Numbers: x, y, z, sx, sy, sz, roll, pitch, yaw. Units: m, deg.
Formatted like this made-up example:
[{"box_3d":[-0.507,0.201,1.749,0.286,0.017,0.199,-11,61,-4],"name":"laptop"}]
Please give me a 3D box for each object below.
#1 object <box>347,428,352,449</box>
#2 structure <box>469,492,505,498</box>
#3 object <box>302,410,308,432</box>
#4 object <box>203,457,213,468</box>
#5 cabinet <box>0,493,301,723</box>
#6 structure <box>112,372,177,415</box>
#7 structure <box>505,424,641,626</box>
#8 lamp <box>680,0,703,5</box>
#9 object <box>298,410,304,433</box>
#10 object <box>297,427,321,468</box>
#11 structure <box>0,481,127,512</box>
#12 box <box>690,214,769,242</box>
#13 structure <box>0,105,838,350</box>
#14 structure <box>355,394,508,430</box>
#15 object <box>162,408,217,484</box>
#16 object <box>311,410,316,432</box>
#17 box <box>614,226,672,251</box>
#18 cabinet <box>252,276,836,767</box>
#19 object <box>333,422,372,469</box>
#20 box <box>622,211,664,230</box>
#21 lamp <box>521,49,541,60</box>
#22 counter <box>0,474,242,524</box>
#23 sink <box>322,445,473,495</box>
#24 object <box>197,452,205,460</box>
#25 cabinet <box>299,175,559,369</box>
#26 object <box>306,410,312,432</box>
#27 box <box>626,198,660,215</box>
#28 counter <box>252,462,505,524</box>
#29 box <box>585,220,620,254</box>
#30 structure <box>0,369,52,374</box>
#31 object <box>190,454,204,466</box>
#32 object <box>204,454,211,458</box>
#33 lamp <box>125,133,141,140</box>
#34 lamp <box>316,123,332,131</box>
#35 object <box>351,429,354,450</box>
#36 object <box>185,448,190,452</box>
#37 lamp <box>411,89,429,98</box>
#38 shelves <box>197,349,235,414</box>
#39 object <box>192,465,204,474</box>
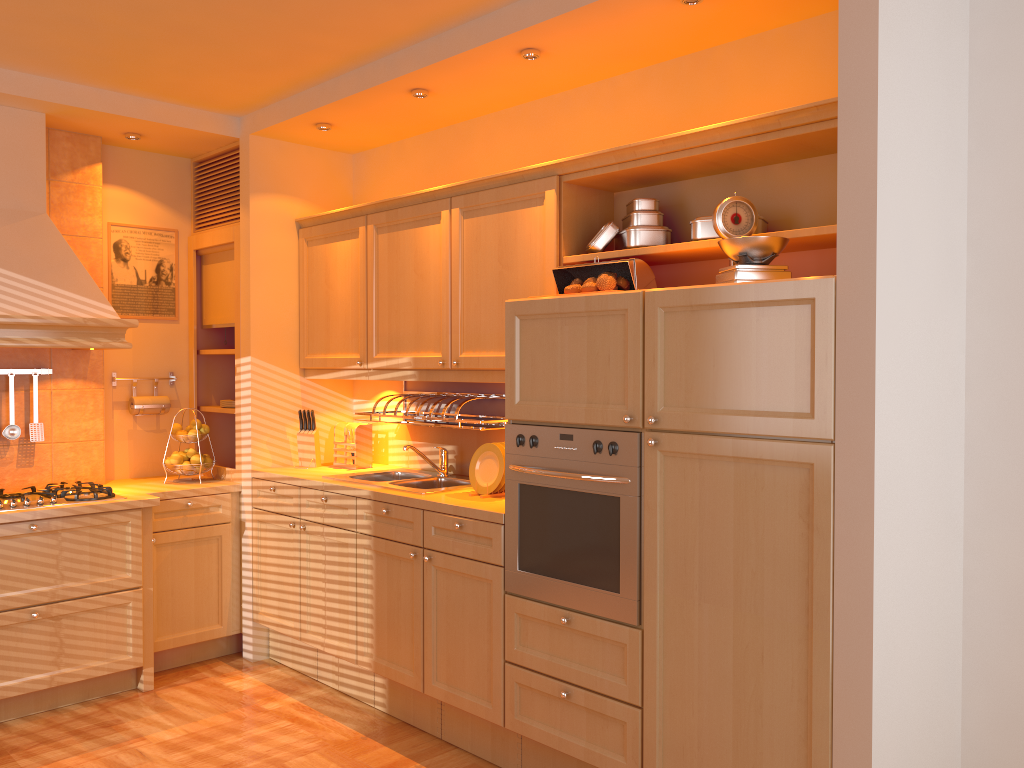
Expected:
[{"box_3d":[-0.808,0.317,4.428,0.042,0.192,0.040,0,1,7],"name":"object"},{"box_3d":[-0.060,0.435,3.530,0.219,0.010,0.084,-1,2,-41],"name":"structure"},{"box_3d":[-1.044,0.261,4.470,0.019,0.265,0.038,1,1,29],"name":"object"},{"box_3d":[-1.572,0.405,4.572,0.059,0.059,0.058,0,1,0],"name":"object"},{"box_3d":[-1.967,0.970,3.901,2.850,0.840,1.141,-1,2,-44],"name":"cabinet"},{"box_3d":[-1.906,0.050,4.647,0.320,0.220,0.126,-1,2,-44],"name":"structure"},{"box_3d":[0.167,0.434,2.865,0.066,0.583,0.576,-1,2,-44],"name":"structure"},{"box_3d":[0.548,-1.174,2.701,0.070,0.021,0.070,0,1,6],"name":"lamp"},{"box_3d":[-1.065,0.261,4.477,0.019,0.265,0.037,0,1,10],"name":"object"},{"box_3d":[-1.025,0.319,4.479,0.100,0.200,0.070,0,1,19],"name":"object"},{"box_3d":[-2.169,0.490,3.847,0.797,0.051,0.494,-1,2,-44],"name":"structure"},{"box_3d":[0.722,-0.507,2.950,0.242,0.090,0.169,1,1,27],"name":"box"},{"box_3d":[-0.688,-0.624,3.309,4.091,1.148,1.061,0,1,20],"name":"structure"},{"box_3d":[-0.335,0.117,4.033,0.300,0.126,0.900,-1,2,-44],"name":"structure"},{"box_3d":[-1.647,0.310,4.525,0.265,0.376,0.265,0,1,5],"name":"object"},{"box_3d":[-0.999,0.262,4.454,0.019,0.265,0.037,1,1,29],"name":"object"},{"box_3d":[0.473,-0.513,3.216,0.169,0.090,0.242,0,1,-8],"name":"box"},{"box_3d":[-0.033,0.549,3.499,0.625,1.700,3.000,-1,2,-44],"name":"cabinet"},{"box_3d":[-0.804,0.309,4.479,0.103,0.221,0.200,-1,2,-44],"name":"object"},{"box_3d":[0.473,-0.581,3.214,0.124,0.066,0.177,0,1,-8],"name":"box"},{"box_3d":[0.067,-1.185,3.193,0.070,0.021,0.070,0,1,6],"name":"lamp"},{"box_3d":[-2.311,0.532,3.815,2.250,0.038,0.770,-1,2,-44],"name":"counter"},{"box_3d":[-0.444,0.437,3.934,0.465,0.336,0.746,-1,2,-44],"name":"sink"},{"box_3d":[-1.601,0.378,4.533,0.057,0.059,0.058,0,1,10],"name":"object"},{"box_3d":[-0.346,-0.425,4.010,0.332,0.712,1.792,-1,2,-44],"name":"cabinet"},{"box_3d":[-1.022,0.261,4.462,0.019,0.265,0.038,1,1,29],"name":"object"},{"box_3d":[0.473,-0.636,3.213,0.098,0.052,0.140,0,1,-8],"name":"box"},{"box_3d":[-0.442,0.450,3.935,0.600,0.038,1.800,-1,2,-44],"name":"counter"},{"box_3d":[0.332,-0.532,3.251,0.117,0.129,0.098,0,1,-8],"name":"box"},{"box_3d":[-2.365,-0.056,4.032,0.506,0.024,0.009,-1,2,-44],"name":"structure"},{"box_3d":[-1.581,0.383,4.451,0.063,0.060,0.064,-1,1,-29],"name":"object"},{"box_3d":[-1.592,0.387,4.612,0.045,0.047,0.046,0,1,1],"name":"object"},{"box_3d":[-1.856,-1.210,4.342,0.070,0.021,0.070,1,1,29],"name":"lamp"},{"box_3d":[-0.884,-1.206,4.167,0.070,0.021,0.070,0,1,6],"name":"lamp"},{"box_3d":[-0.792,0.320,4.424,0.020,0.196,0.017,0,1,-19],"name":"object"},{"box_3d":[-1.647,0.349,4.527,0.051,0.048,0.050,0,1,-11],"name":"object"},{"box_3d":[-0.379,-1.195,3.654,0.070,0.021,0.070,0,1,-5],"name":"lamp"},{"box_3d":[-1.342,0.165,4.868,0.582,0.702,0.600,-1,2,-44],"name":"shelves"},{"box_3d":[-1.596,0.425,4.501,0.063,0.061,0.064,1,1,24],"name":"object"}]
